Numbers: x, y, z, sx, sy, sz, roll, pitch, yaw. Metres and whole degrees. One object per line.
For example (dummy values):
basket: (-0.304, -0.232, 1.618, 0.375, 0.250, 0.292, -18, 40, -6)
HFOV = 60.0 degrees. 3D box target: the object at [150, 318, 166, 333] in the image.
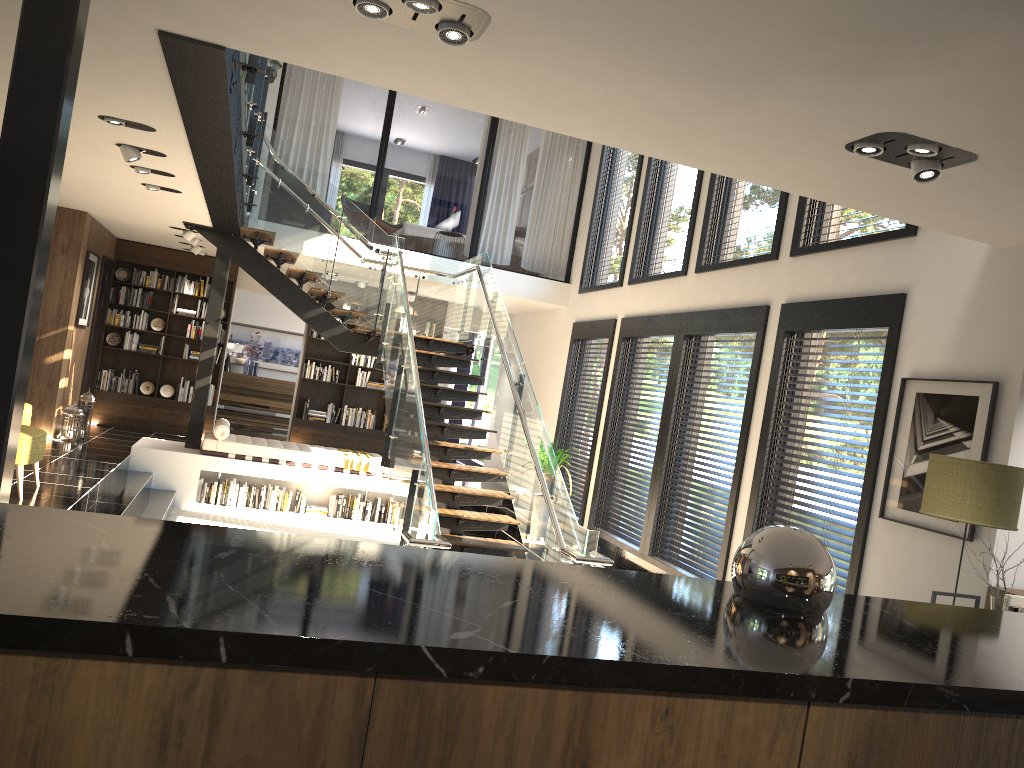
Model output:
object: (-5.200, -0.865, 13.018, 0.212, 0.222, 0.082, 9, 0, -17)

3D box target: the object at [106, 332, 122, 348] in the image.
object: (-5.778, -0.642, 12.858, 0.212, 0.222, 0.082, 9, 0, -17)

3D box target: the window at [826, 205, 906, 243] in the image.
window: (2.869, -2.179, 6.535, 0.005, 2.297, 1.220, 9, 0, -17)

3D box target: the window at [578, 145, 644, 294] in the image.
window: (1.439, -2.360, 11.096, 0.358, 2.475, 1.392, 9, 0, -17)

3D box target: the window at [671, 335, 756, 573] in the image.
window: (1.938, 0.580, 8.115, 0.005, 2.297, 1.312, 9, 0, -17)

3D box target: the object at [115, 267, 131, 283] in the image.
object: (-5.631, -1.577, 12.829, 0.212, 0.222, 0.082, 9, 0, -17)

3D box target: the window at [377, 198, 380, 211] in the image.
window: (-2.701, -3.054, 17.161, 3.526, 2.312, 0.184, 9, 0, -17)

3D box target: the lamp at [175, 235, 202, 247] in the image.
lamp: (-4.109, -1.877, 11.262, 0.347, 0.231, 0.195, 9, 0, -17)

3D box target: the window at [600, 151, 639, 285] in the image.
window: (1.509, -2.349, 11.109, 0.005, 2.297, 1.220, 9, 0, -17)

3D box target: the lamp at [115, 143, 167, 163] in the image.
lamp: (-2.655, -1.688, 6.358, 0.347, 0.247, 0.195, 9, 0, -17)

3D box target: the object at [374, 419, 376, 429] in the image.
object: (-2.166, 0.585, 14.015, 0.020, 0.262, 0.047, 9, 0, -17)

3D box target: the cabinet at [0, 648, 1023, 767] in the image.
cabinet: (-0.027, 0.926, 1.636, 3.566, 0.994, 0.698, 10, 0, -17)

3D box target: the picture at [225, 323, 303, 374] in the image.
picture: (-3.965, -0.543, 17.231, 3.545, 0.748, 0.035, 10, 0, -17)

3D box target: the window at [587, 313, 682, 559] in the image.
window: (1.443, 0.515, 9.535, 0.358, 2.475, 1.497, 9, 0, -17)

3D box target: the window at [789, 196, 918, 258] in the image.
window: (2.800, -2.191, 6.522, 0.358, 2.475, 1.392, 9, 0, -17)

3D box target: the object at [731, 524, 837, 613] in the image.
object: (0.610, 0.431, 1.993, 0.227, 0.228, 0.228, 9, 0, 34)

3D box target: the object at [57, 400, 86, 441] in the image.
object: (-5.270, 0.429, 10.627, 0.262, 0.483, 0.262, 9, 0, -17)

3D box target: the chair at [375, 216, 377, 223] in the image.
chair: (-1.939, -2.151, 12.013, 0.812, 0.692, 0.790, 9, 0, 33)

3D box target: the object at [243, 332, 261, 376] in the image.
object: (-4.900, -0.574, 16.800, 0.272, 0.860, 0.270, 9, 0, -2)

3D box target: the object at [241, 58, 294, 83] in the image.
object: (-2.766, -2.779, 8.046, 1.466, 1.554, 1.259, 9, 0, -28)

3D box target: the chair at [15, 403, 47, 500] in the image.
chair: (-4.187, 0.252, 6.913, 1.031, 1.097, 0.807, 9, 0, -18)

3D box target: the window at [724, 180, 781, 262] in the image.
window: (2.418, -2.235, 8.053, 0.005, 2.297, 1.220, 9, 0, -17)

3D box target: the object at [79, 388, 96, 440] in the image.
object: (-5.228, 0.358, 10.876, 0.182, 0.643, 0.182, 9, 0, -17)

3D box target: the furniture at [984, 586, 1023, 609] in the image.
furniture: (3.963, 1.702, 4.566, 2.611, 0.822, 1.364, 10, 0, -17)

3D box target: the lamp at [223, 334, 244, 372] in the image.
lamp: (-5.288, -0.576, 16.572, 0.470, 0.725, 0.469, 9, 0, -24)

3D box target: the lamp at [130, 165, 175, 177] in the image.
lamp: (-2.870, -1.750, 7.100, 0.347, 0.177, 0.195, 9, 0, -17)

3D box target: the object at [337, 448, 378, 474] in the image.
object: (-2.068, 1.138, 11.555, 0.466, 0.510, 1.166, 9, -1, -17)

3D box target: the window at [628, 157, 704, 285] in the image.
window: (1.894, -2.304, 9.568, 0.358, 2.475, 1.392, 9, 0, -17)

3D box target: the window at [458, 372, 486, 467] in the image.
window: (-0.609, 0.263, 16.332, 0.184, 2.476, 2.979, 9, 0, -17)

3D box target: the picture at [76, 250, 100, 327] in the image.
picture: (-5.286, -1.174, 11.066, 0.028, 0.911, 0.748, 9, 0, -17)

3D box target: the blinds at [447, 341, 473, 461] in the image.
blinds: (-1.019, 0.115, 17.141, 0.161, 2.770, 1.079, 9, 0, -18)

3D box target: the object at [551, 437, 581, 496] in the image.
object: (0.385, 1.290, 10.487, 0.877, 1.338, 0.829, 9, 0, -28)

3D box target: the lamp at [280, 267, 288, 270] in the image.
lamp: (-3.367, -1.770, 13.121, 0.195, 0.158, 0.346, 9, -1, -17)

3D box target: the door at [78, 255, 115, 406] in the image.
door: (-5.786, -0.574, 12.224, 0.104, 2.347, 0.930, 9, 0, -17)

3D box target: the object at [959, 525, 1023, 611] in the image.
object: (2.461, 0.995, 4.547, 0.406, 0.744, 0.608, 9, 0, 33)

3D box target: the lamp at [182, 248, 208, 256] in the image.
lamp: (-4.548, -1.958, 12.749, 0.347, 0.177, 0.195, 9, 0, -17)

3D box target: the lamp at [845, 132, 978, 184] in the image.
lamp: (1.709, -1.027, 3.792, 0.502, 0.231, 0.349, 9, 0, -17)

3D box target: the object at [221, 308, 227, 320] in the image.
object: (-4.374, -1.047, 13.236, 0.212, 0.222, 0.082, 9, 0, -17)

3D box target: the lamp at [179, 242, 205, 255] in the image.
lamp: (-4.333, -1.889, 12.004, 0.347, 0.262, 0.195, 9, 0, -17)

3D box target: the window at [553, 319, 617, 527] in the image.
window: (0.976, 0.460, 11.101, 0.358, 2.475, 1.392, 9, 0, -17)

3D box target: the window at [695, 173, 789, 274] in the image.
window: (2.348, -2.247, 8.040, 0.358, 2.475, 1.392, 9, 0, -17)

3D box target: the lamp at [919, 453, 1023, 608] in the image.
lamp: (2.173, 1.092, 4.435, 0.437, 1.445, 0.637, 9, 0, 9)

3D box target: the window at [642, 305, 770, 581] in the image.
window: (1.869, 0.568, 8.103, 0.358, 2.475, 1.497, 9, 0, -17)

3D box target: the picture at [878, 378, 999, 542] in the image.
picture: (2.545, 0.424, 5.337, 0.028, 0.911, 0.748, 9, 0, -17)

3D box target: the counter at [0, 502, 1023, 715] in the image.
counter: (0.059, 0.414, 1.636, 3.575, 0.041, 0.698, 10, -1, -17)

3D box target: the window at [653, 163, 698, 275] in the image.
window: (1.963, -2.292, 9.581, 0.005, 2.297, 1.220, 9, 0, -17)

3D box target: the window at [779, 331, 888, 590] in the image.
window: (2.407, 0.638, 6.541, 0.005, 2.297, 1.220, 9, 0, -17)

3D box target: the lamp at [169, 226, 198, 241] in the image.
lamp: (-3.892, -1.834, 10.521, 0.347, 0.262, 0.195, 9, 0, -17)

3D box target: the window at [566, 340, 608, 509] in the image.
window: (1.045, 0.472, 11.114, 0.005, 2.297, 1.220, 9, 0, -17)

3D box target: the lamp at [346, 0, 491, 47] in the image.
lamp: (-0.327, -1.388, 3.169, 0.502, 0.194, 0.349, 9, -1, -17)

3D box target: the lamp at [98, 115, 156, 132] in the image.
lamp: (-2.426, -1.704, 5.615, 0.347, 0.158, 0.195, 9, 0, -17)

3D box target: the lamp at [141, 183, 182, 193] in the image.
lamp: (-3.091, -1.777, 7.843, 0.347, 0.177, 0.195, 9, 0, -17)

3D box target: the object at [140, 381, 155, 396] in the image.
object: (-5.347, 0.069, 13.000, 0.212, 0.222, 0.082, 9, 0, -17)

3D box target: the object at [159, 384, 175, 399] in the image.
object: (-5.086, 0.113, 13.075, 0.212, 0.222, 0.082, 9, 0, -17)

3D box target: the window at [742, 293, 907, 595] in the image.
window: (2.337, 0.626, 6.528, 0.358, 2.475, 1.392, 9, 0, -17)

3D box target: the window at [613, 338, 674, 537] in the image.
window: (1.512, 0.527, 9.547, 0.005, 2.297, 1.312, 9, 0, -17)
